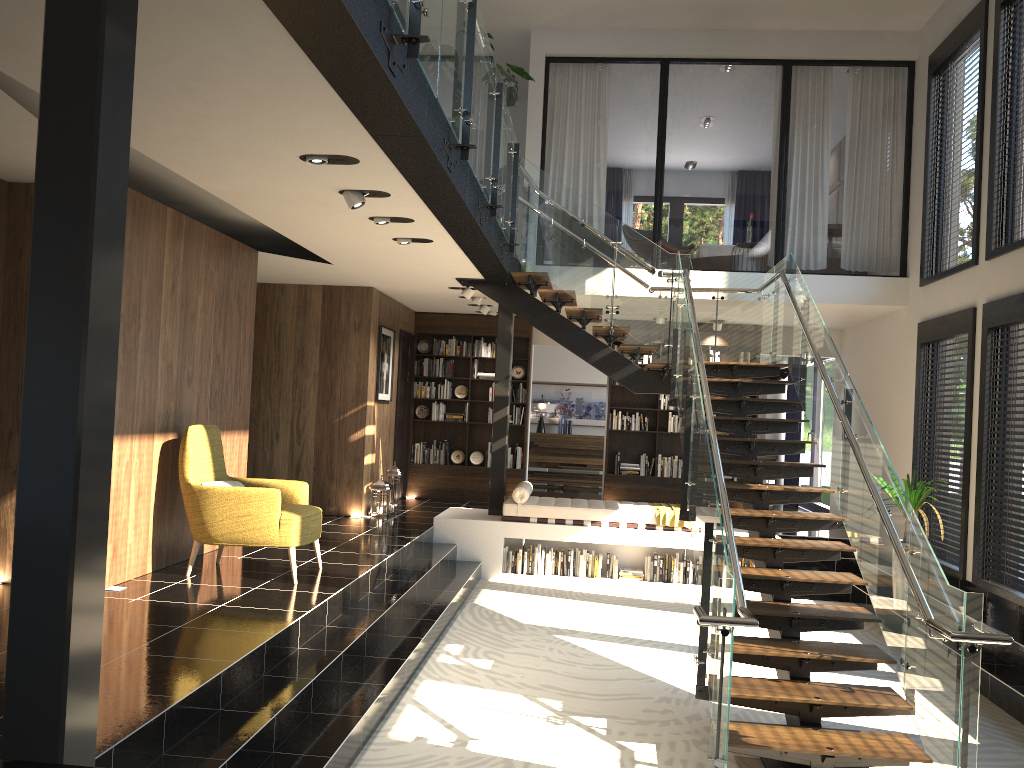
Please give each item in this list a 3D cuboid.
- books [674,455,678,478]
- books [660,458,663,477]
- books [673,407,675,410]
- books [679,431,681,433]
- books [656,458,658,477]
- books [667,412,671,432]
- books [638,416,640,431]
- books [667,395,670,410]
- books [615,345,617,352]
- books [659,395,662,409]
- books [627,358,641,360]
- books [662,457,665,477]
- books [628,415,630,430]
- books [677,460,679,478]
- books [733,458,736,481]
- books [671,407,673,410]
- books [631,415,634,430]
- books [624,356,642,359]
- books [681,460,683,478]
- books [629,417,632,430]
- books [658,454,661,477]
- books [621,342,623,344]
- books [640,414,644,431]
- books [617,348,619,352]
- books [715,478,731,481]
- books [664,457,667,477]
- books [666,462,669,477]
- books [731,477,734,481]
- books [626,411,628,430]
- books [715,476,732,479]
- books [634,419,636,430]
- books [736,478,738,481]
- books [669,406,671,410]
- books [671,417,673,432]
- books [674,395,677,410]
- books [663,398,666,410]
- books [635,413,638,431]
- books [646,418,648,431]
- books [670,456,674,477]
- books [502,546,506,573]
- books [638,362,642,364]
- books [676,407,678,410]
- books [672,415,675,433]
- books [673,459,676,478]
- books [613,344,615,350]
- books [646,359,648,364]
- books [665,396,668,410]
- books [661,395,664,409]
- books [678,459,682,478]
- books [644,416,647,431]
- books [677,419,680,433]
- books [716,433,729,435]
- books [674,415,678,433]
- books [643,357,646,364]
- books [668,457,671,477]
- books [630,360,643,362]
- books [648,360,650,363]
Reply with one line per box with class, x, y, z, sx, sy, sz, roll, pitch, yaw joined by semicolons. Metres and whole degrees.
books;2.312;1.166;12.531;0.032;0.305;0.155;3;-1;5
books;2.112;1.178;12.541;0.030;0.262;0.173;3;-1;5
books;2.290;0.268;12.578;0.026;0.201;0.146;3;-1;5
books;2.506;0.683;12.532;0.274;0.025;0.156;3;-2;2
books;2.052;1.176;12.571;0.026;0.263;0.156;3;-1;5
books;2.230;0.541;12.558;0.030;0.284;0.176;3;-1;5
books;1.804;0.563;12.631;0.030;0.205;0.170;3;-1;5
books;2.208;0.250;12.562;0.027;0.228;0.208;3;-1;5
books;1.479;-0.424;12.677;0.032;0.250;0.167;3;-1;5
books;2.100;0.246;12.595;0.030;0.228;0.176;3;-1;5
books;1.721;-0.351;12.656;0.250;0.026;0.148;3;-2;9
books;2.142;1.174;12.557;0.025;0.274;0.150;3;-1;5
books;1.661;0.551;12.648;0.021;0.216;0.170;3;-1;5
books;2.336;1.197;12.515;0.023;0.246;0.149;3;-1;5
books;3.127;1.193;12.447;0.030;0.326;0.195;3;-1;5
books;2.263;0.238;12.560;0.028;0.258;0.208;3;-1;5
books;1.718;0.550;12.624;0.030;0.221;0.190;3;-1;5
books;1.722;-0.376;12.661;0.270;0.025;0.156;3;-2;5
books;2.397;1.198;12.519;0.029;0.250;0.142;3;-1;5
books;1.687;0.564;12.639;0.033;0.193;0.172;3;-1;5
books;2.080;1.152;12.534;0.035;0.312;0.160;3;-1;5
books;1.560;-0.440;12.652;0.028;0.290;0.170;3;-1;5
books;1.848;0.549;12.608;0.070;0.236;0.206;3;-1;5
books;1.504;-0.406;12.666;0.021;0.217;0.180;3;-1;5
books;2.932;1.335;12.480;0.273;0.025;0.156;3;-2;3
books;2.167;1.174;12.529;0.030;0.276;0.160;3;-1;5
books;2.194;1.206;12.537;0.025;0.214;0.170;3;-1;5
books;3.098;1.231;12.447;0.026;0.246;0.149;3;-1;5
books;1.636;0.521;12.638;0.029;0.272;0.152;3;-1;5
books;2.933;1.307;12.472;0.286;0.030;0.176;3;-2;4
books;1.746;0.578;12.632;0.027;0.171;0.146;3;-1;5
books;3.155;1.202;12.446;0.027;0.311;0.149;3;-1;5
books;2.236;0.246;12.568;0.027;0.239;0.153;3;-1;5
books;2.252;0.573;12.520;0.023;0.218;0.196;3;-1;5
books;2.312;0.267;12.573;0.020;0.206;0.147;3;-1;5
books;2.158;0.281;12.587;0.027;0.162;0.126;3;-1;5
books;1.774;0.535;12.609;0.029;0.256;0.167;3;-1;5
books;1.925;0.579;12.646;0.022;0.185;0.127;3;-1;5
books;2.256;1.168;12.541;0.032;0.298;0.169;3;-1;5
books;-0.084;1.962;9.927;0.025;0.270;0.156;3;-1;5
books;1.718;-0.300;12.651;0.268;0.026;0.156;2;-2;9
books;2.337;0.248;12.558;0.030;0.244;0.142;3;-1;5
books;2.282;0.562;12.549;0.030;0.245;0.167;3;-1;5
books;2.281;1.190;12.514;0.025;0.255;0.202;3;-1;5
books;1.452;-0.431;12.688;0.026;0.263;0.156;3;-1;5
books;1.921;-0.434;12.626;0.034;0.311;0.149;3;-1;5
books;2.183;0.265;12.572;0.024;0.197;0.175;3;-1;5
books;2.131;0.226;12.591;0.031;0.272;0.158;3;-1;5
books;2.366;1.194;12.520;0.034;0.255;0.194;3;-1;5
books;1.897;0.564;12.605;0.028;0.210;0.169;3;-1;5
books;2.367;0.559;12.548;0.067;0.261;0.159;3;-1;5
books;2.998;0.703;12.474;0.288;0.026;0.175;2;-2;10
books;2.312;0.564;12.521;0.036;0.244;0.194;3;-1;5
books;1.887;-0.422;12.618;0.030;0.284;0.176;3;-1;5
books;2.224;1.175;12.545;0.031;0.280;0.141;3;-1;5
books;1.719;-0.325;12.654;0.273;0.025;0.156;3;-2;3
books;1.951;-0.413;12.623;0.029;0.272;0.173;3;-1;5
